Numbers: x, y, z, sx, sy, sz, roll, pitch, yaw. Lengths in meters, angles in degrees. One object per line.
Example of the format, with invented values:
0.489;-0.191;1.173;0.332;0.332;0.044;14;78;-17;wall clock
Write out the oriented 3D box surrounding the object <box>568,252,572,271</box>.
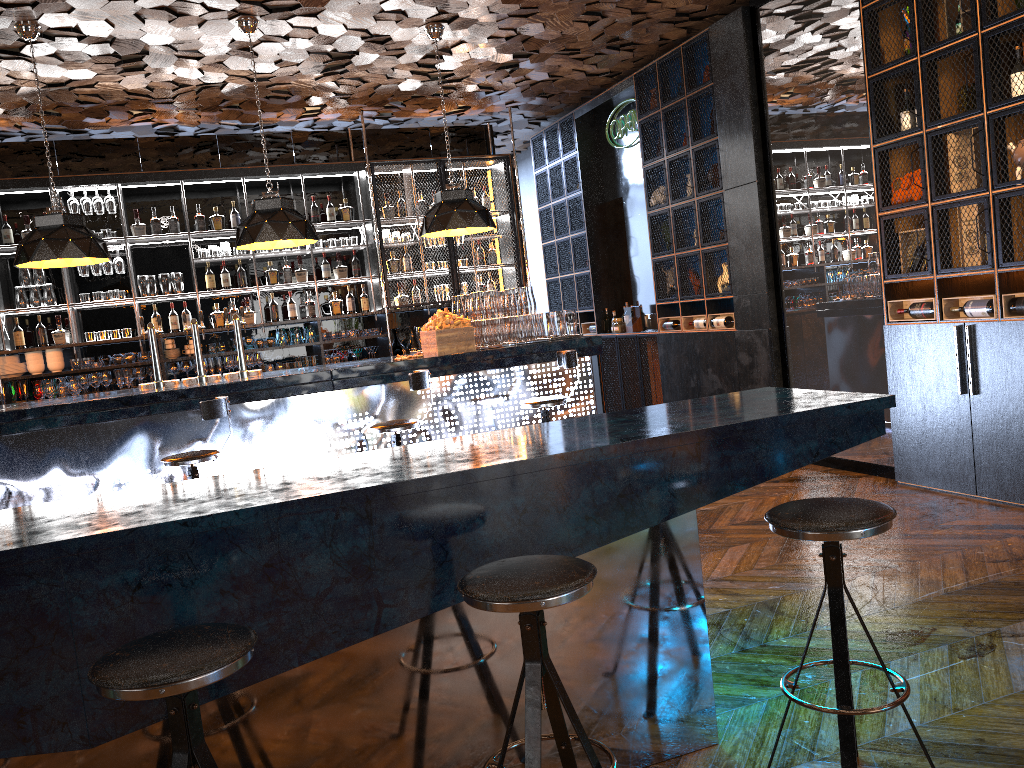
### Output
0.806;-1.449;10.431;0.290;0.290;0.097;-5;5;19;object

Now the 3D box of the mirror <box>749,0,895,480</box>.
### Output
2.219;-1.133;6.327;0.026;3.551;1.194;-8;5;-20;mirror

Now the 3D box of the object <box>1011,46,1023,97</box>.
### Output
2.758;-1.674;4.816;0.086;0.313;0.086;-4;5;23;object

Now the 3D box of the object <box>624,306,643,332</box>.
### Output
1.267;-0.676;9.259;0.116;0.264;0.144;-8;5;-20;object

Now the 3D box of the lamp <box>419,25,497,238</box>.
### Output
-0.507;-1.957;6.863;0.582;1.564;0.607;-8;5;-20;lamp

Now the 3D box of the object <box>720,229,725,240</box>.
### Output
1.836;-1.303;7.568;0.119;0.220;0.212;-10;6;-36;object

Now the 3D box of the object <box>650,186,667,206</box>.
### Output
1.484;-1.763;8.320;0.403;0.221;0.192;-3;6;39;object

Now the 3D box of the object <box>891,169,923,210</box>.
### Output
2.488;-1.219;5.562;0.138;0.222;0.278;-8;5;-20;object

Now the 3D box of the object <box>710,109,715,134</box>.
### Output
1.745;-2.201;7.470;0.114;0.290;0.249;-8;5;-20;object

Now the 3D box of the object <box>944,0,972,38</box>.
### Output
2.636;-2.137;5.116;0.119;0.352;0.222;-8;5;-20;object

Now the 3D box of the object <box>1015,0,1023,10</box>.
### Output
2.735;-2.091;4.714;0.229;0.294;0.165;-3;6;39;object

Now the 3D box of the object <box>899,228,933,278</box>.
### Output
2.673;-0.846;5.635;0.152;0.297;0.361;-9;5;-28;object

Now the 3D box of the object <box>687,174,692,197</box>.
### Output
1.675;-1.764;7.901;0.253;0.249;0.126;-3;6;40;object

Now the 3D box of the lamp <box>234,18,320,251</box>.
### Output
-1.766;-1.768;6.277;0.582;1.564;0.607;-8;5;-20;lamp

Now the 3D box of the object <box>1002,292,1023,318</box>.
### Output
2.896;-0.439;4.813;0.126;0.132;0.396;-9;5;-31;object

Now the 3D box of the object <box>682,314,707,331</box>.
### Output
1.688;-0.554;7.970;0.122;0.132;0.396;-8;5;-20;object

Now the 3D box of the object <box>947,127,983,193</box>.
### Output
2.757;-1.310;5.236;0.304;0.396;0.162;-2;6;45;object

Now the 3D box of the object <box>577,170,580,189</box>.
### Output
0.800;-2.286;9.940;0.097;0.290;0.290;-8;5;-21;object

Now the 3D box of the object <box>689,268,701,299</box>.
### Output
1.690;-0.912;7.989;0.131;0.280;0.208;-10;6;-38;object

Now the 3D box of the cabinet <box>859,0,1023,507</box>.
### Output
3.369;-1.040;3.762;0.691;3.514;4.416;-8;5;-20;cabinet

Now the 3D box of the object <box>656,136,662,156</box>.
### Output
1.427;-2.208;8.293;0.126;0.249;0.253;-8;5;-20;object

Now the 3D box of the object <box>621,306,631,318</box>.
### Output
1.329;-0.733;9.752;0.229;0.294;0.165;-3;6;39;object

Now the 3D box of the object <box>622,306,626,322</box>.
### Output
1.237;-0.706;9.635;0.080;0.279;0.080;-4;5;28;object

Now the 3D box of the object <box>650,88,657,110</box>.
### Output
1.402;-2.637;8.238;0.253;0.249;0.126;-3;6;40;object

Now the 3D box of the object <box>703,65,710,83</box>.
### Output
1.698;-2.591;7.444;0.138;0.222;0.278;-8;5;-19;object

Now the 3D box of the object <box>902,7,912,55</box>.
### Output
2.545;-2.175;5.493;0.224;0.390;0.222;-10;6;-36;object

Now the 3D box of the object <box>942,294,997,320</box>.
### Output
2.719;-0.450;5.193;0.122;0.132;0.396;-8;5;-15;object

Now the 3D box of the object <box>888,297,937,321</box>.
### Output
2.565;-0.473;5.597;0.122;0.132;0.396;-8;5;-17;object

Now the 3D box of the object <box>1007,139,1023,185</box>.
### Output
2.781;-1.209;4.756;0.237;0.266;0.164;-2;6;41;object

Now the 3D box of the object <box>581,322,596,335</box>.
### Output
0.932;-0.636;10.051;0.122;0.132;0.396;-8;5;-20;object

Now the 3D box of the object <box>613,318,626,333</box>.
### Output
1.148;-0.622;9.450;0.106;0.164;0.106;-9;5;-30;object

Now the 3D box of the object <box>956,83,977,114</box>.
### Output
2.691;-1.635;5.136;0.182;0.187;0.187;-5;5;15;object

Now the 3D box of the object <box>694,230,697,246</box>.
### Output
1.702;-1.312;7.976;0.096;0.210;0.183;-8;5;-17;object

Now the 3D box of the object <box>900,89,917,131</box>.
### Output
2.491;-1.699;5.575;0.088;0.306;0.088;-7;5;-11;object

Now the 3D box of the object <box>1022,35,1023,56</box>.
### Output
2.910;-1.733;4.860;0.122;0.390;0.132;-9;5;-26;object

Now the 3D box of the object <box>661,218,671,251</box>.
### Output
1.524;-1.407;8.360;0.167;0.356;0.255;-8;5;-15;object

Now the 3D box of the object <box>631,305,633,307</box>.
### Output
1.292;-0.699;9.461;0.080;0.279;0.080;-5;5;18;object

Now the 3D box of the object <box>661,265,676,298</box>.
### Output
1.568;-0.968;8.398;0.175;0.351;0.369;-8;5;-15;object

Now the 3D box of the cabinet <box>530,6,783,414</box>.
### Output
1.426;-1.242;9.027;0.691;3.514;4.416;-8;5;-20;cabinet

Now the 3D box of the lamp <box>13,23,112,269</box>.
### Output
-3.106;-1.588;5.915;0.582;1.564;0.607;-8;5;-20;lamp

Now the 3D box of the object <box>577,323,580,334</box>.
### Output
0.791;-0.653;10.452;0.123;0.132;0.396;-8;5;-20;object

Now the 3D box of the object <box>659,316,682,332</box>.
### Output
1.543;-0.569;8.370;0.122;0.133;0.396;-8;5;-20;object

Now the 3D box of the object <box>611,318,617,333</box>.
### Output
1.180;-0.638;9.599;0.228;0.164;0.117;-8;5;-18;object

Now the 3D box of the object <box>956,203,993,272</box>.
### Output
2.800;-0.878;5.237;0.139;0.396;0.281;-8;5;-22;object

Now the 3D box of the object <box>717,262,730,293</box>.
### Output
1.890;-0.913;7.569;0.164;0.303;0.341;-8;5;-15;object

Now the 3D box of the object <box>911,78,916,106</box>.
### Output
2.663;-1.771;5.669;0.116;0.392;0.144;-8;5;-15;object

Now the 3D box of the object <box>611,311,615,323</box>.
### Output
1.121;-0.679;9.683;0.065;0.237;0.065;-3;6;38;object

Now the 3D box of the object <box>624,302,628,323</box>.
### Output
1.250;-0.724;9.537;0.086;0.313;0.086;-4;5;23;object

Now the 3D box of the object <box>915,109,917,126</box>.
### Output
2.541;-1.697;5.477;0.088;0.306;0.088;-7;5;-11;object

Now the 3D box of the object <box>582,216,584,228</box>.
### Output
0.868;-1.896;10.008;0.198;0.358;0.116;-3;6;40;object

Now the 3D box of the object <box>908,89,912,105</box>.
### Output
2.541;-1.717;5.655;0.086;0.313;0.086;-5;5;18;object

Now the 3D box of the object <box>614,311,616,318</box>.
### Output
1.141;-0.688;9.767;0.065;0.237;0.065;-4;5;28;object

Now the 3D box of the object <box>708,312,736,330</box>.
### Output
1.837;-0.539;7.565;0.123;0.132;0.396;-8;5;-19;object

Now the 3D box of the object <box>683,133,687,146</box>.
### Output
1.617;-2.159;7.903;0.210;0.168;0.105;-8;5;-20;object

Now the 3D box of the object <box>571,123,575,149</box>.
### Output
0.740;-2.752;9.932;0.116;0.358;0.198;-8;5;-20;object

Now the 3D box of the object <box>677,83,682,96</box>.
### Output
1.554;-2.663;7.845;0.152;0.332;0.289;-9;5;-28;object

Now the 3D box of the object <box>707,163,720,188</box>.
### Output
1.790;-1.748;7.516;0.266;0.239;0.265;-10;6;-41;object

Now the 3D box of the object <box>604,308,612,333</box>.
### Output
1.059;-0.701;9.824;0.080;0.279;0.080;-4;5;28;object
